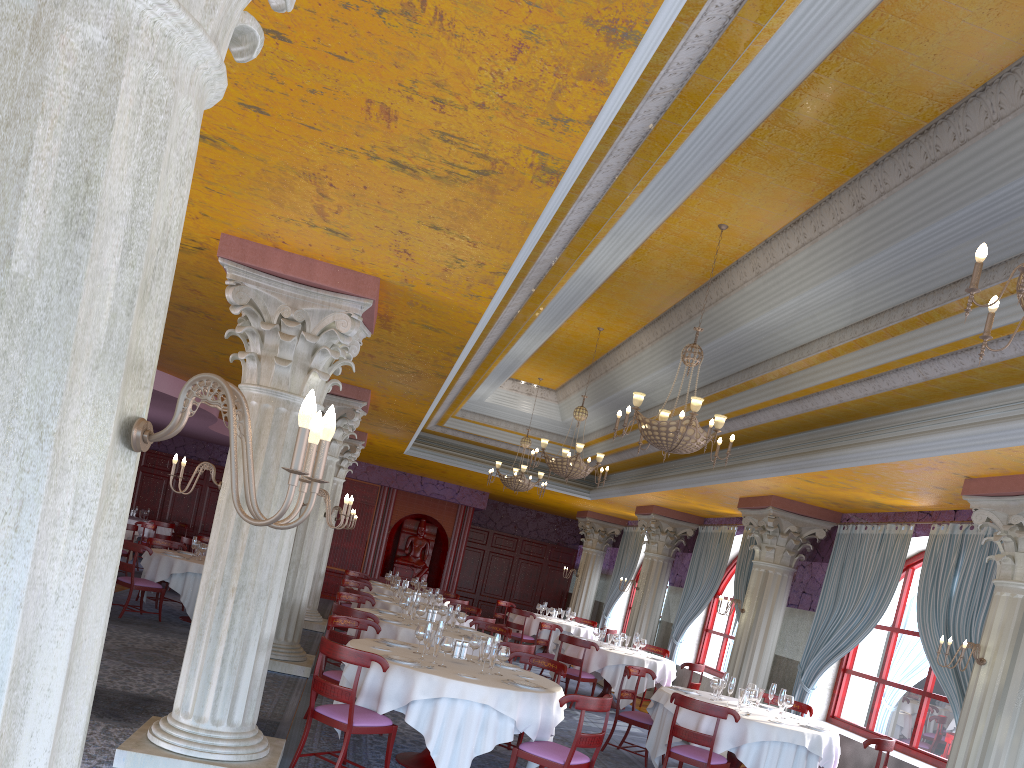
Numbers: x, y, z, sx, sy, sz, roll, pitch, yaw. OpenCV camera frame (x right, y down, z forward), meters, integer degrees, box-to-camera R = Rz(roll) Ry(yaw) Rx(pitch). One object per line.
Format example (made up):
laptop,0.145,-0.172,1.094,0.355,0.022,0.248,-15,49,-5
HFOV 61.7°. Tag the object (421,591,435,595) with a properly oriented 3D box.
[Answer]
object,-1.742,4.355,17.797,0.323,0.024,0.309,19,-13,-29

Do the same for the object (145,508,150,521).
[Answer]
object,-9.260,3.317,21.777,0.075,0.337,0.072,12,3,-18

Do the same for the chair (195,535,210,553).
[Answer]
chair,-6.408,3.820,18.167,0.628,1.095,0.771,12,-2,36

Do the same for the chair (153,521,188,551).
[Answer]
chair,-9.005,4.156,22.584,0.728,1.096,0.665,12,-1,36

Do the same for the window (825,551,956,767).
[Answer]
window,5.013,3.147,10.074,0.161,2.541,3.578,12,-6,-8

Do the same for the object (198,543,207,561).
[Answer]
object,-4.665,2.532,12.887,0.122,0.265,0.122,13,1,4

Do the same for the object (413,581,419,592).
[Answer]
object,-1.954,4.128,17.460,0.086,0.238,0.084,13,1,-7

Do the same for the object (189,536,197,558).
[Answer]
object,-4.848,2.484,13.029,0.072,0.337,0.075,14,3,27

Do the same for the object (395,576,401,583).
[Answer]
object,-2.242,3.903,16.767,0.124,0.265,0.120,13,1,-18

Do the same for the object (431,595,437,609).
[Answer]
object,-1.266,3.497,13.714,0.084,0.238,0.086,13,2,16

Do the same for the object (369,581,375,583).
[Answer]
object,-2.869,4.015,17.391,0.251,0.020,0.057,3,-14,39

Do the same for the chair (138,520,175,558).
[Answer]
chair,-8.703,3.868,20.886,0.628,1.095,0.771,12,-2,36

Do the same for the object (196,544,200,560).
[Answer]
object,-4.751,2.543,12.967,0.088,0.238,0.083,12,2,-29

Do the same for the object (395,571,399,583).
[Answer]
object,-2.362,3.983,17.450,0.072,0.337,0.075,14,3,27

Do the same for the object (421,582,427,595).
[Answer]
object,-1.763,4.072,17.052,0.124,0.265,0.120,13,1,-18

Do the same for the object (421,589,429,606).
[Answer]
object,-1.456,3.560,14.287,0.122,0.265,0.122,13,1,4

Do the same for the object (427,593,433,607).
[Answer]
object,-1.376,3.576,14.208,0.086,0.238,0.084,13,1,-7

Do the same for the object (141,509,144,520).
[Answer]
object,-9.459,3.339,21.923,0.119,0.265,0.125,13,1,27

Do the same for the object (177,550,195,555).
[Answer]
object,-5.204,2.702,13.704,0.316,0.024,0.315,15,-12,-9

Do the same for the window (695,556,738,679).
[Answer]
window,4.183,3.940,14.742,0.161,2.541,3.578,12,-6,-8

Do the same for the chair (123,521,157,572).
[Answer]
chair,-8.011,3.466,18.226,0.728,1.096,0.665,12,-1,36

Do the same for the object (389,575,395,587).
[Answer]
object,-2.438,3.992,17.341,0.084,0.238,0.086,13,2,16

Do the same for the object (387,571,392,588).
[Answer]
object,-2.425,3.855,16.909,0.072,0.337,0.075,14,3,27

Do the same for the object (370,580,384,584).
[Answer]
object,-2.781,4.073,17.584,0.306,0.024,0.325,6,-13,30

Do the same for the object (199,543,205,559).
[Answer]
object,-4.861,2.622,13.461,0.083,0.238,0.088,14,2,38

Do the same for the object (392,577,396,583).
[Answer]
object,-2.328,3.914,16.847,0.088,0.238,0.083,12,2,-29

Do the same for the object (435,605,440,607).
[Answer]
object,-1.164,3.803,14.544,0.308,0.024,0.324,9,-12,20

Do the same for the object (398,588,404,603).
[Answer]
object,-1.750,3.361,13.595,0.084,0.238,0.086,13,2,16

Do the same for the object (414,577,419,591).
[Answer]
object,-1.898,3.963,16.852,0.072,0.337,0.075,14,3,27

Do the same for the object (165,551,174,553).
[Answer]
object,-5.257,2.578,13.132,0.157,0.009,0.163,11,-12,10

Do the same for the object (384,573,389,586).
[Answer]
object,-2.513,3.943,17.254,0.124,0.265,0.120,13,1,-18

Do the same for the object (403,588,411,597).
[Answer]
object,-1.664,3.350,13.515,0.124,0.265,0.120,13,1,-18

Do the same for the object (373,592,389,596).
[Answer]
object,-2.203,3.521,14.332,0.323,0.024,0.309,19,-13,-29

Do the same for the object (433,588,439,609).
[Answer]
object,-1.257,3.539,14.141,0.076,0.337,0.071,11,3,-41

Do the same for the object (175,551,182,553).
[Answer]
object,-5.292,2.644,13.511,0.251,0.020,0.057,3,-14,39

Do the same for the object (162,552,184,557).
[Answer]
object,-5.010,2.523,12.643,0.316,0.024,0.315,15,-12,-9

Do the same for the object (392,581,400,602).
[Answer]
object,-1.847,3.302,13.657,0.075,0.337,0.072,12,3,-18

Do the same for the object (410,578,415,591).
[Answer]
object,-2.034,4.113,17.539,0.124,0.265,0.120,13,1,-18

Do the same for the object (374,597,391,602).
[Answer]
object,-2.009,3.342,13.271,0.316,0.024,0.315,15,-12,-9

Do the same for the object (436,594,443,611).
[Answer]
object,-1.185,3.520,13.800,0.126,0.265,0.118,12,1,-41

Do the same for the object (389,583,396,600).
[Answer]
object,-1.935,3.391,14.002,0.126,0.265,0.118,12,1,-41

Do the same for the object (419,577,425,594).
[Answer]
object,-1.835,4.091,17.393,0.072,0.337,0.075,14,3,27

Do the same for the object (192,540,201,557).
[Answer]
object,-4.937,2.573,13.374,0.122,0.265,0.122,13,1,4

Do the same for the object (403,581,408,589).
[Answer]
object,-1.784,3.430,14.198,0.072,0.337,0.075,14,3,27

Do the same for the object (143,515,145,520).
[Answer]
object,-9.378,3.354,21.845,0.088,0.238,0.083,12,2,-29

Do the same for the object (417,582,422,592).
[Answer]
object,-1.844,4.049,16.966,0.084,0.238,0.086,13,2,16

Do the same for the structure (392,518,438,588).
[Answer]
structure,-2.578,4.440,22.702,0.975,1.856,0.631,13,2,-10

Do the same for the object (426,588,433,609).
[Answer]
object,-1.320,3.410,13.600,0.072,0.337,0.075,14,3,27

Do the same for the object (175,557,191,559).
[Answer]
object,-4.823,2.550,12.555,0.053,0.020,0.267,5,-14,39

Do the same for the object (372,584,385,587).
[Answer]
object,-2.587,3.894,16.523,0.316,0.024,0.315,15,-12,-9
